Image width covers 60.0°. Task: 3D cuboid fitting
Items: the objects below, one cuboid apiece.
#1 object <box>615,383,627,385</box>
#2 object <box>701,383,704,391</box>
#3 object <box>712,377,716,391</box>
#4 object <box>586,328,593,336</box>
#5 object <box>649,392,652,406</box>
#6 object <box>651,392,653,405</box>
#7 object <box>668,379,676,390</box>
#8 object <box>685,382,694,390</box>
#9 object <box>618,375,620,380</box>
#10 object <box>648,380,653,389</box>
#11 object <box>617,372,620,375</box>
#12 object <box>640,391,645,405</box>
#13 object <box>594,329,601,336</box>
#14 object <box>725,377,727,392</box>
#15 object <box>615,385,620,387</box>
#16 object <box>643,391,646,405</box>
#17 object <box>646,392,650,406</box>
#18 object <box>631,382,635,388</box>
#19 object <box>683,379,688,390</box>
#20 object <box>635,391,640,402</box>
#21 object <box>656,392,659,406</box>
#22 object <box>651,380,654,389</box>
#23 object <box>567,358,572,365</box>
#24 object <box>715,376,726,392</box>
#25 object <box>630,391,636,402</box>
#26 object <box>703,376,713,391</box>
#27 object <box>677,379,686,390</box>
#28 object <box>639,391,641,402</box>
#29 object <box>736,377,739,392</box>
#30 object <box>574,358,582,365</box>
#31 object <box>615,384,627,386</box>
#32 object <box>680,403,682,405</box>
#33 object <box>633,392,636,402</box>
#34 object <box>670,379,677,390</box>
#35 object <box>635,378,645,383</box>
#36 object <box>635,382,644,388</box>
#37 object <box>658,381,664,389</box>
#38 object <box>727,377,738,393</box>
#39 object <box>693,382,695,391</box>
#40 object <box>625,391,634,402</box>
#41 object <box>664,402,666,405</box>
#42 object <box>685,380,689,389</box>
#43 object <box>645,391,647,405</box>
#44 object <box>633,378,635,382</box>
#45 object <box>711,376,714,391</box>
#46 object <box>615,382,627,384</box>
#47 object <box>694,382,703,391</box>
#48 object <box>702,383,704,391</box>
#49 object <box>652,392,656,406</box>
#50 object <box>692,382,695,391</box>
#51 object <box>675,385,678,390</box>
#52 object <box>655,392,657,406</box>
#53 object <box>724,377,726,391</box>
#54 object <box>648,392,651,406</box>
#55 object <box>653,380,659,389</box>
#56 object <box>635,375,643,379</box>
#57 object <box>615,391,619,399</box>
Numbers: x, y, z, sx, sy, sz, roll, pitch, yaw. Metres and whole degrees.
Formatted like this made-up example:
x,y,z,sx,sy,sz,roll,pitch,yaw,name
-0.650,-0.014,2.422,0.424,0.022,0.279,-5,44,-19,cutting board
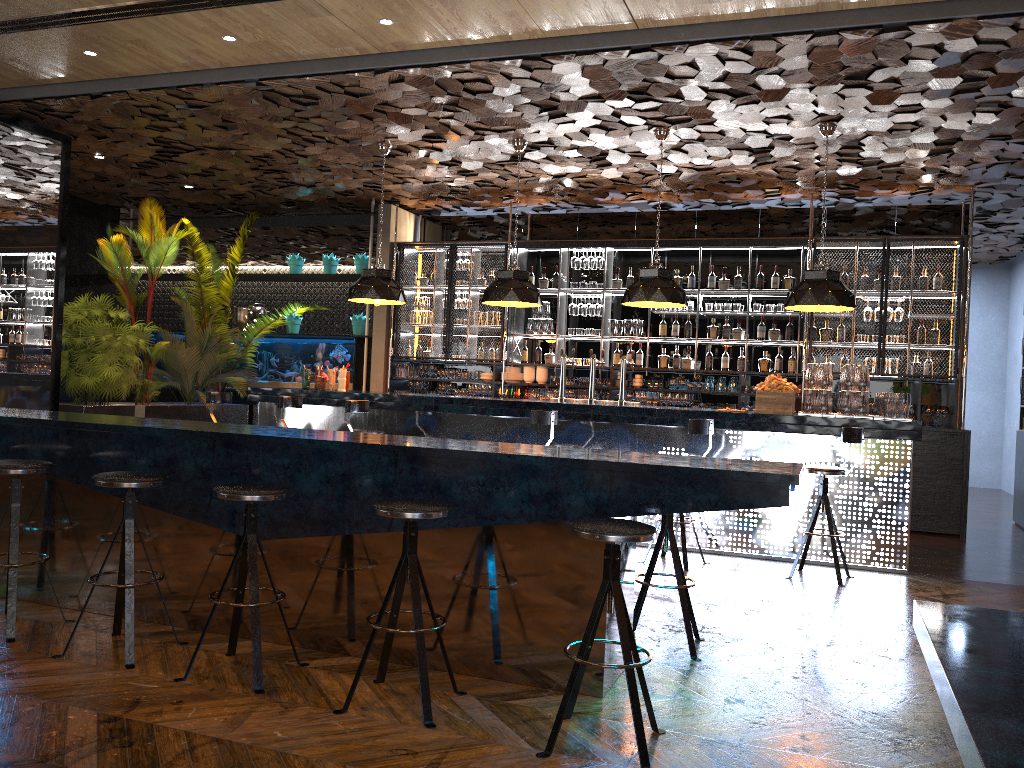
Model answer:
x,y,z,sx,sy,sz,roll,pitch,yaw,name
1.308,0.007,10.592,0.149,0.023,0.149,3,0,4,object
2.177,0.031,10.302,0.098,0.097,0.098,3,0,45,object
2.327,0.000,10.368,0.115,0.172,0.101,3,0,4,object
0.941,-0.628,10.763,0.089,0.092,0.089,3,0,4,object
1.643,0.209,10.526,0.049,0.231,0.049,3,0,-34,object
1.659,0.210,10.589,0.049,0.231,0.049,3,0,9,object
1.861,0.002,10.332,0.100,0.125,0.100,3,0,-31,object
2.048,0.025,10.240,0.098,0.097,0.098,3,0,-1,object
1.313,-0.068,10.590,0.094,0.070,0.107,3,0,-40,object
1.618,0.004,10.381,0.067,0.099,0.058,3,0,-25,object
1.305,-0.113,10.594,0.094,0.069,0.106,3,0,26,object
1.532,0.203,10.449,0.058,0.234,0.058,3,0,23,object
1.046,-0.623,10.917,0.089,0.092,0.089,3,0,4,object
2.452,0.006,10.319,0.101,0.172,0.115,3,0,24,object
1.307,0.029,10.593,0.149,0.022,0.149,3,0,-11,object
1.573,0.205,10.536,0.058,0.234,0.058,3,0,-37,object
1.591,0.207,10.408,0.049,0.231,0.049,3,0,31,object
1.484,0.013,10.611,0.106,0.067,0.094,3,0,-18,object
2.007,0.008,10.405,0.108,0.126,0.108,3,0,15,object
1.475,0.200,10.460,0.058,0.234,0.058,3,0,-27,object
1.713,0.213,10.503,0.049,0.231,0.049,3,0,28,object
1.639,0.005,10.446,0.067,0.099,0.058,3,0,-11,object
0.696,-0.273,10.886,0.089,0.092,0.089,3,0,-8,object
2.375,0.002,10.083,0.115,0.172,0.101,3,0,4,object
1.430,0.201,10.619,0.108,0.227,0.108,3,0,-16,object
2.244,-0.004,10.140,0.101,0.172,0.115,3,0,-41,object
1.966,0.006,10.296,0.108,0.126,0.108,3,0,-36,object
1.506,0.202,10.539,0.058,0.234,0.058,3,0,43,object
2.548,0.010,10.154,0.115,0.172,0.101,3,0,4,object
0.804,-0.268,10.833,0.089,0.092,0.089,3,0,-17,object
1.308,0.019,10.592,0.149,0.023,0.149,3,0,-11,object
2.009,0.228,10.524,0.091,0.229,0.091,3,0,-12,object
1.471,0.204,10.734,0.108,0.227,0.108,3,0,-34,object
1.903,0.004,10.447,0.100,0.125,0.100,3,0,-23,object
1.507,-0.031,10.509,0.106,0.069,0.094,3,0,-29,object
1.506,0.014,10.505,0.106,0.067,0.094,3,0,8,object
1.760,0.011,10.483,0.058,0.099,0.067,3,0,32,object
2.502,0.008,10.046,0.115,0.172,0.101,3,0,-41,object
2.141,0.029,10.507,0.098,0.097,0.098,3,0,11,object
1.387,0.199,10.508,0.108,0.227,0.108,3,0,-10,object
1.832,0.220,10.589,0.091,0.229,0.091,3,0,-35,object
2.046,0.010,10.521,0.108,0.126,0.108,3,0,-9,object
1.606,0.206,10.619,0.058,0.234,0.058,3,0,-3,object
1.492,-0.031,10.607,0.094,0.069,0.105,3,0,-3,object
2.280,-0.002,10.255,0.115,0.172,0.101,3,0,29,object
1.308,-0.005,10.592,0.149,0.024,0.149,3,0,19,object
2.143,0.029,10.200,0.098,0.097,0.098,3,0,-36,object
2.217,0.033,10.397,0.098,0.097,0.098,3,0,6,object
1.662,0.210,10.383,0.049,0.231,0.049,3,0,15,object
2.084,0.026,10.335,0.098,0.097,0.098,3,0,-32,object
1.940,0.006,10.559,0.100,0.125,0.100,3,0,33,object
1.686,0.211,10.443,0.049,0.231,0.049,3,0,24,object
2.414,0.004,10.205,0.115,0.172,0.101,3,0,-41,object
1.615,0.208,10.470,0.049,0.231,0.049,3,0,28,object
1.688,0.007,10.398,0.058,0.099,0.067,3,0,-35,object
1.503,-0.076,10.500,0.094,0.068,0.106,3,0,20,object
1.278,0.194,10.547,0.108,0.227,0.108,3,0,11,object
